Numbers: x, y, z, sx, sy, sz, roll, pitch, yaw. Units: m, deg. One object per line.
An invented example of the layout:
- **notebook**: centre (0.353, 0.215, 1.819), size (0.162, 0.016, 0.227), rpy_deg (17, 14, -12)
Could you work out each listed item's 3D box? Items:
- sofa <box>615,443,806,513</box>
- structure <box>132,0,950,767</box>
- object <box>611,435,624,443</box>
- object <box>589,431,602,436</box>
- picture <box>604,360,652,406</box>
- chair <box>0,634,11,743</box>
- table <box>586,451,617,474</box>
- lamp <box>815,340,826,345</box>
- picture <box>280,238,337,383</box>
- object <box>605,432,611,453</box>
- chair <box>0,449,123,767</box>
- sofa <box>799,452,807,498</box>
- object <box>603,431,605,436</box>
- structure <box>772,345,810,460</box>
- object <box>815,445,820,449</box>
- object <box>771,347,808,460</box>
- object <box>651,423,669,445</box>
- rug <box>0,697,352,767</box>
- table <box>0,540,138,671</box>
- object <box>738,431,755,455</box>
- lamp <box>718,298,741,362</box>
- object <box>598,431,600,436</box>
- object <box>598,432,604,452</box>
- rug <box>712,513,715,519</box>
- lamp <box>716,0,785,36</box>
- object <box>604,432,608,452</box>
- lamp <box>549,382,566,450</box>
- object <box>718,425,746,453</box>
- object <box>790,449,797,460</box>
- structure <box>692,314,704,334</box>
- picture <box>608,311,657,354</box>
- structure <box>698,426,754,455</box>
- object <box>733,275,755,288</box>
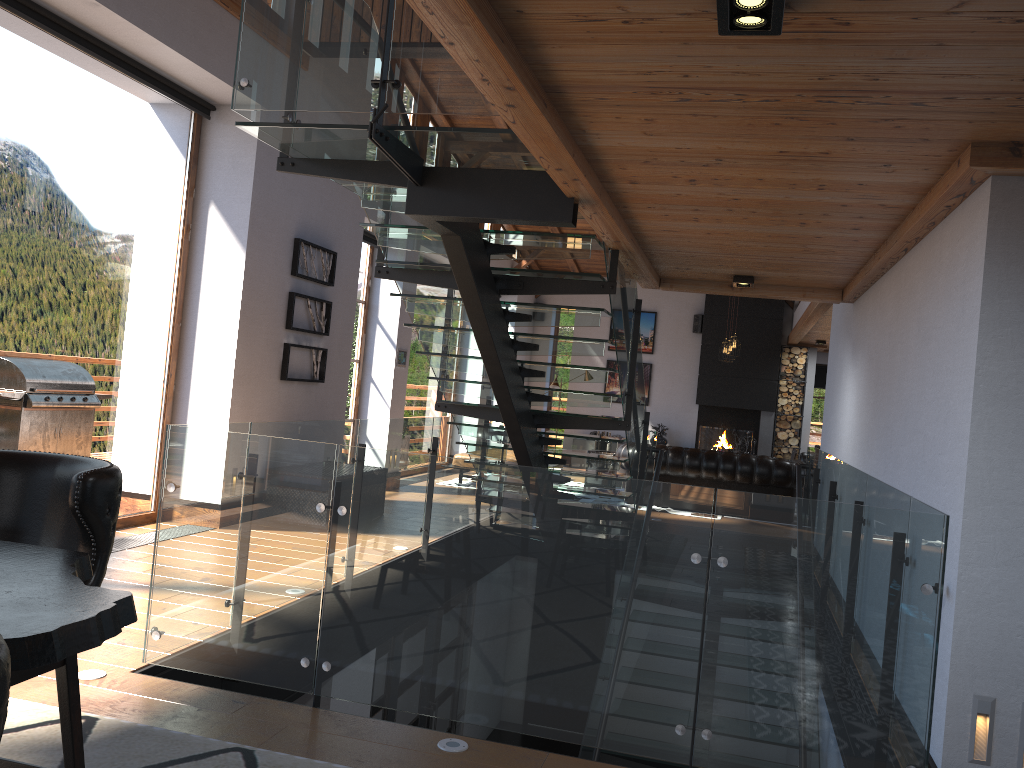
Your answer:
- **sofa**: centre (2.626, 1.272, 11.749), size (2.553, 0.838, 1.245), rpy_deg (5, 0, 13)
- **structure**: centre (-2.261, 0.817, 5.849), size (9.163, 6.400, 11.081), rpy_deg (5, 0, 14)
- **object**: centre (1.984, 1.036, 16.833), size (0.279, 0.160, 0.260), rpy_deg (5, 0, 16)
- **object**: centre (1.599, 0.988, 16.905), size (0.229, 0.183, 0.401), rpy_deg (6, 0, -32)
- **picture**: centre (2.226, -0.023, 17.079), size (0.875, 0.816, 0.036), rpy_deg (5, -1, 13)
- **chair**: centre (-0.819, 0.774, 0.776), size (0.565, 1.092, 0.506), rpy_deg (5, -1, 13)
- **table**: centre (1.269, 1.261, 12.601), size (0.403, 0.609, 0.419), rpy_deg (5, -1, 14)
- **lamp**: centre (5.310, -0.717, 15.241), size (0.154, 0.068, 0.262), rpy_deg (5, 0, 14)
- **picture**: centre (-1.936, -0.676, 8.498), size (0.059, 1.312, 0.778), rpy_deg (5, -1, 15)
- **object**: centre (1.371, 0.825, 12.512), size (0.088, 0.286, 0.087), rpy_deg (6, -1, -9)
- **chair**: centre (-1.314, 0.731, 2.180), size (0.502, 1.092, 0.571), rpy_deg (5, -1, 13)
- **sofa**: centre (5.019, 1.506, 13.385), size (1.233, 0.838, 2.578), rpy_deg (5, 0, 14)
- **object**: centre (1.312, 0.820, 12.700), size (0.087, 0.286, 0.088), rpy_deg (5, -1, 24)
- **structure**: centre (5.030, 0.624, 16.130), size (0.499, 2.618, 0.514), rpy_deg (5, -1, 14)
- **object**: centre (5.200, 1.185, 14.946), size (0.251, 0.319, 0.148), rpy_deg (6, -1, -35)
- **object**: centre (5.025, 0.630, 16.141), size (0.491, 2.612, 0.469), rpy_deg (5, -1, 14)
- **object**: centre (2.763, 0.956, 16.629), size (0.338, 0.455, 0.337), rpy_deg (5, -1, 39)
- **rug**: centre (-1.701, 1.237, 0.523), size (2.538, 0.047, 5.660), rpy_deg (5, 0, 14)
- **table**: centre (-1.797, 0.770, 0.232), size (1.422, 0.950, 3.816), rpy_deg (5, 0, 14)
- **object**: centre (4.163, 1.347, 15.782), size (0.311, 1.018, 0.304), rpy_deg (6, -1, -31)
- **lamp**: centre (3.474, -1.457, 13.879), size (0.261, 2.202, 0.804), rpy_deg (5, -1, 5)
- **object**: centre (1.226, 0.812, 12.619), size (0.087, 0.286, 0.088), rpy_deg (5, -1, 26)
- **object**: centre (1.272, 0.816, 12.540), size (0.088, 0.286, 0.086), rpy_deg (6, -1, -36)
- **rug**: centre (1.107, 1.524, 12.611), size (3.787, 0.053, 2.444), rpy_deg (5, 0, 14)
- **lamp**: centre (0.566, -0.909, 2.094), size (0.154, 0.068, 0.262), rpy_deg (5, 0, 14)
- **object**: centre (1.345, 0.823, 12.607), size (0.087, 0.286, 0.087), rpy_deg (6, -1, -8)
- **lamp**: centre (0.896, 0.593, 16.182), size (0.522, 1.899, 1.336), rpy_deg (5, -1, 35)
- **object**: centre (3.292, 0.996, 13.186), size (0.403, 0.808, 0.625), rpy_deg (5, -1, 25)
- **object**: centre (4.954, 1.539, 15.789), size (0.268, 0.795, 0.263), rpy_deg (6, -1, -3)
- **structure**: centre (3.525, -1.133, 16.740), size (0.212, 0.349, 0.214), rpy_deg (5, -1, 14)
- **picture**: centre (2.321, -1.013, 17.098), size (0.875, 0.816, 0.036), rpy_deg (5, -1, 13)
- **structure**: centre (3.912, 1.071, 16.238), size (0.977, 0.514, 0.184), rpy_deg (5, -1, 13)
- **object**: centre (1.754, -0.780, 6.709), size (0.154, 0.068, 0.262), rpy_deg (5, 0, 14)
